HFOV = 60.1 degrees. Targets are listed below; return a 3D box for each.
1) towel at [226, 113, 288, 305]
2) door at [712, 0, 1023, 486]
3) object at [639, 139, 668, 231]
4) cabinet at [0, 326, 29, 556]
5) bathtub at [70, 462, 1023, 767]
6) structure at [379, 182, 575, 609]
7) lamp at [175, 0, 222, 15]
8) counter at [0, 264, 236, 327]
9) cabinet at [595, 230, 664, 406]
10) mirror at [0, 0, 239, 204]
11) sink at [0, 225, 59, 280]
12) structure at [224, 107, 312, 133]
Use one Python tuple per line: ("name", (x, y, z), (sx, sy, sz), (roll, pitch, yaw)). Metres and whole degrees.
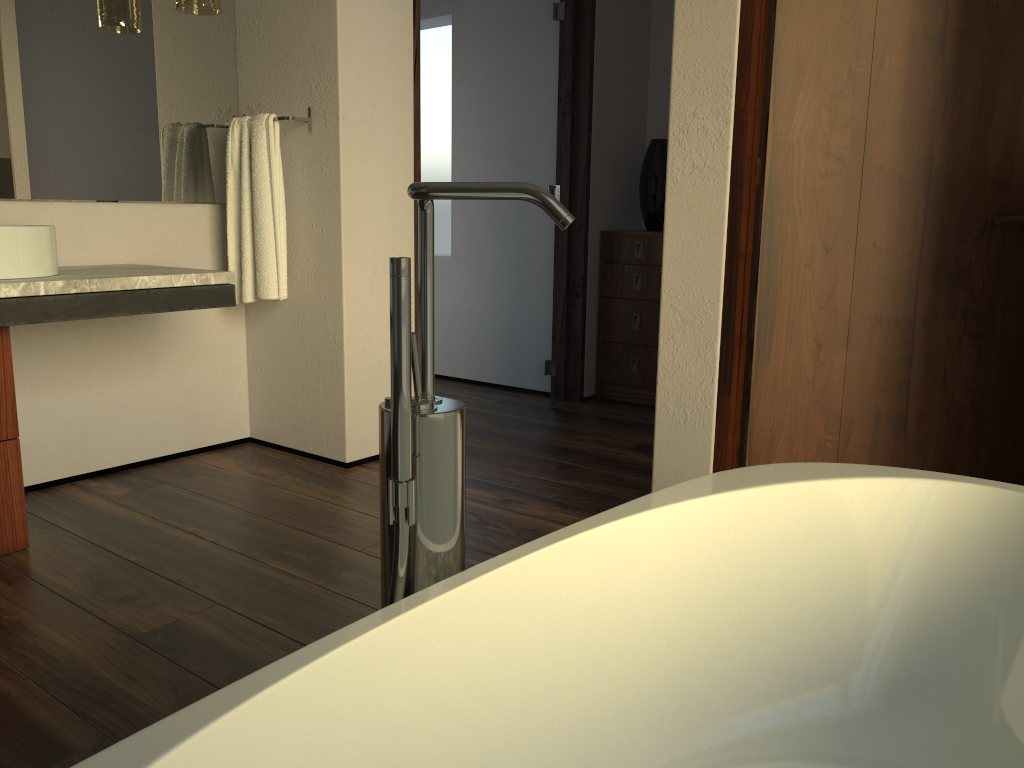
("towel", (-0.873, -0.588, 3.019), (0.157, 0.636, 0.263), (-6, 13, -33))
("door", (0.936, -0.484, 1.989), (0.748, 1.947, 0.453), (9, 14, 38))
("object", (0.681, -0.928, 4.141), (0.166, 0.417, 0.174), (-8, 14, -38))
("cabinet", (-1.640, 0.151, 2.157), (0.524, 0.599, 0.643), (9, 14, 38))
("bathtub", (0.222, 0.494, 0.750), (0.783, 0.485, 1.581), (9, 14, 37))
("structure", (-0.091, 0.218, 1.070), (0.242, 0.897, 0.279), (-1, 11, -12))
("lamp", (-0.966, -1.585, 2.667), (0.138, 0.867, 0.140), (-1, 11, -9))
("counter", (-1.725, -0.157, 1.919), (0.601, 0.101, 2.205), (9, 14, 38))
("cabinet", (0.978, -0.272, 3.959), (1.166, 0.800, 0.393), (9, 14, 38))
("mirror", (-2.220, -0.940, 1.600), (0.018, 1.152, 3.981), (9, 14, 38))
("sink", (-1.393, -0.350, 2.328), (0.362, 0.131, 0.352), (4, 11, 16))
("structure", (-0.840, -0.892, 3.016), (0.378, 0.088, 0.100), (9, 14, 38))
